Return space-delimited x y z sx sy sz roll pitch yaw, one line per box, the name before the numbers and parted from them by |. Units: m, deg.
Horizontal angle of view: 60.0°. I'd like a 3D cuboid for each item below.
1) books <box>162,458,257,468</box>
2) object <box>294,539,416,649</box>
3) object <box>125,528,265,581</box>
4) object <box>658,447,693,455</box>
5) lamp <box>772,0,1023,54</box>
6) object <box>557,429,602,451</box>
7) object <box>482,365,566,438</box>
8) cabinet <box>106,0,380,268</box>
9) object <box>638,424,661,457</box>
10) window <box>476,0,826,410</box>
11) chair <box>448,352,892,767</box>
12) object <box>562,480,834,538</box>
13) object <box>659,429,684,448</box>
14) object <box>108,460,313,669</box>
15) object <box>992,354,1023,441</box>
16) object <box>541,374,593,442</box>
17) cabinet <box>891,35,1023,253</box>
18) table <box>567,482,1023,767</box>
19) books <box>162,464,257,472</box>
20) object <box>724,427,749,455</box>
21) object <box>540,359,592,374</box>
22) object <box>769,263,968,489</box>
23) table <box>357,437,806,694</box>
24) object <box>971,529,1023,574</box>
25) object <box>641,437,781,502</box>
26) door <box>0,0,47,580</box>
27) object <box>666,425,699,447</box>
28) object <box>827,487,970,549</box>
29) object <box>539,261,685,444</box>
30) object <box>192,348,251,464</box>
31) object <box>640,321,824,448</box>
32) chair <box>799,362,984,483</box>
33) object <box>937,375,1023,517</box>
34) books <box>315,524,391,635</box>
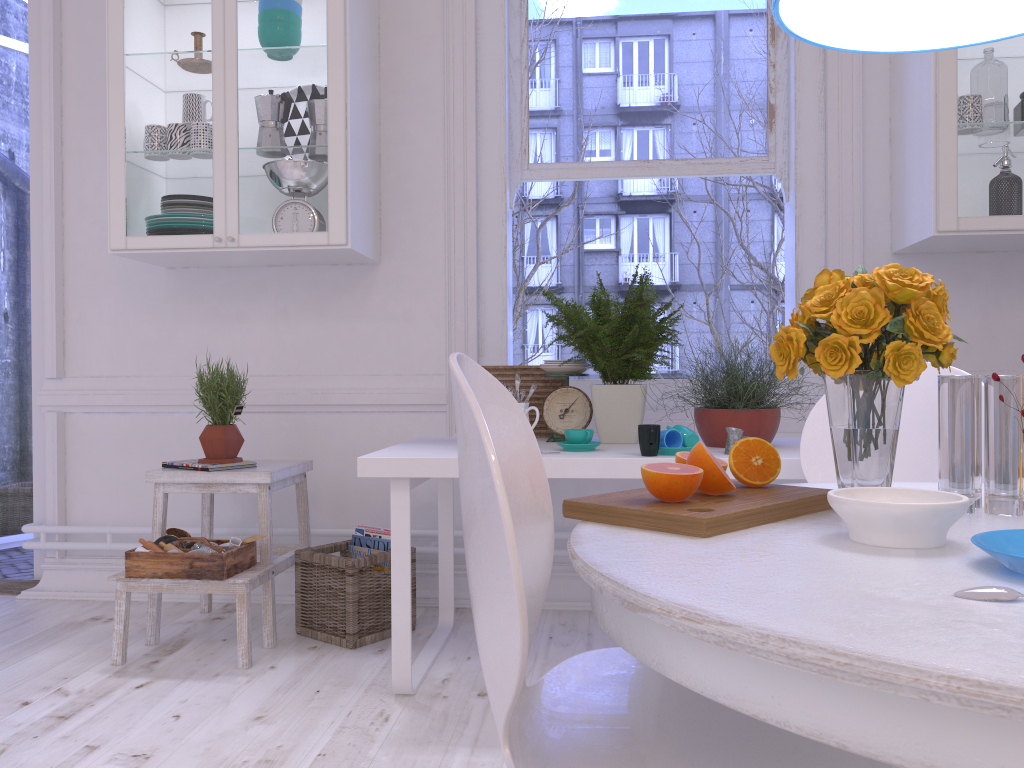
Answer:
books | -0.969 0.252 2.842 0.246 0.007 0.180 0 1 36
object | -0.502 0.664 2.855 0.276 0.270 0.276 0 1 39
object | -0.922 0.495 2.598 0.358 0.110 0.211 0 0 8
object | 0.410 0.167 2.247 0.121 0.021 0.121 -1 1 -44
lamp | 0.689 -1.582 1.354 0.568 1.948 0.568 0 1 40
object | 0.180 0.150 2.379 0.121 0.055 0.121 -1 1 -44
object | 0.029 0.058 2.887 0.294 0.237 0.028 0 0 6
cabinet | -0.916 -1.091 3.065 0.823 1.311 0.425 0 0 6
object | 0.336 0.140 2.191 0.055 0.077 0.070 0 0 31
window | 0.495 -0.798 3.263 1.234 1.782 0.181 0 0 6
chair | 0.180 0.386 0.942 0.483 0.845 0.604 0 0 6
object | 0.268 0.164 1.219 0.347 0.024 0.224 -1 1 -44
object | 0.395 0.141 2.245 0.069 0.058 0.080 -1 0 -21
object | -0.916 0.534 2.806 0.418 0.534 0.599 0 0 6
object | 0.635 0.032 1.002 0.128 0.287 0.128 0 0 8
object | 0.173 0.073 2.765 0.159 0.208 0.185 0 0 6
cabinet | 1.690 -1.106 2.798 0.823 1.311 0.425 0 0 6
table | 0.635 0.490 0.993 1.140 0.629 1.140 0 1 35
books | -0.969 0.261 2.842 0.246 0.011 0.180 0 1 36
object | 0.568 0.143 2.231 0.066 0.067 0.052 0 0 6
object | 0.169 -0.054 2.775 0.163 0.047 0.164 -1 1 -35
object | 0.498 -0.001 1.244 0.234 0.351 0.235 -1 0 -29
table | 0.405 0.485 2.505 1.514 0.619 0.736 0 0 6
object | 0.543 0.165 0.836 0.196 0.023 0.196 0 0 -7
object | 0.262 0.115 1.244 0.129 0.075 0.285 0 1 42
door | -2.222 -0.438 3.978 1.009 2.474 1.021 0 0 6
object | 0.432 0.134 2.253 0.069 0.059 0.082 0 0 -16
object | 0.433 0.150 0.998 0.147 0.052 0.147 -1 1 -42
object | 0.304 -0.088 2.634 0.438 0.527 0.368 0 0 6
object | -0.919 0.064 2.825 0.186 0.367 0.196 -1 1 -39
object | 0.650 0.009 2.503 0.668 0.367 0.531 0 0 30
chair | 0.654 0.378 1.690 0.483 0.845 0.604 -1 1 -39
object | 0.649 0.081 1.221 0.101 0.186 0.122 0 1 36
books | -0.494 0.630 2.864 0.221 0.306 0.205 0 1 39
